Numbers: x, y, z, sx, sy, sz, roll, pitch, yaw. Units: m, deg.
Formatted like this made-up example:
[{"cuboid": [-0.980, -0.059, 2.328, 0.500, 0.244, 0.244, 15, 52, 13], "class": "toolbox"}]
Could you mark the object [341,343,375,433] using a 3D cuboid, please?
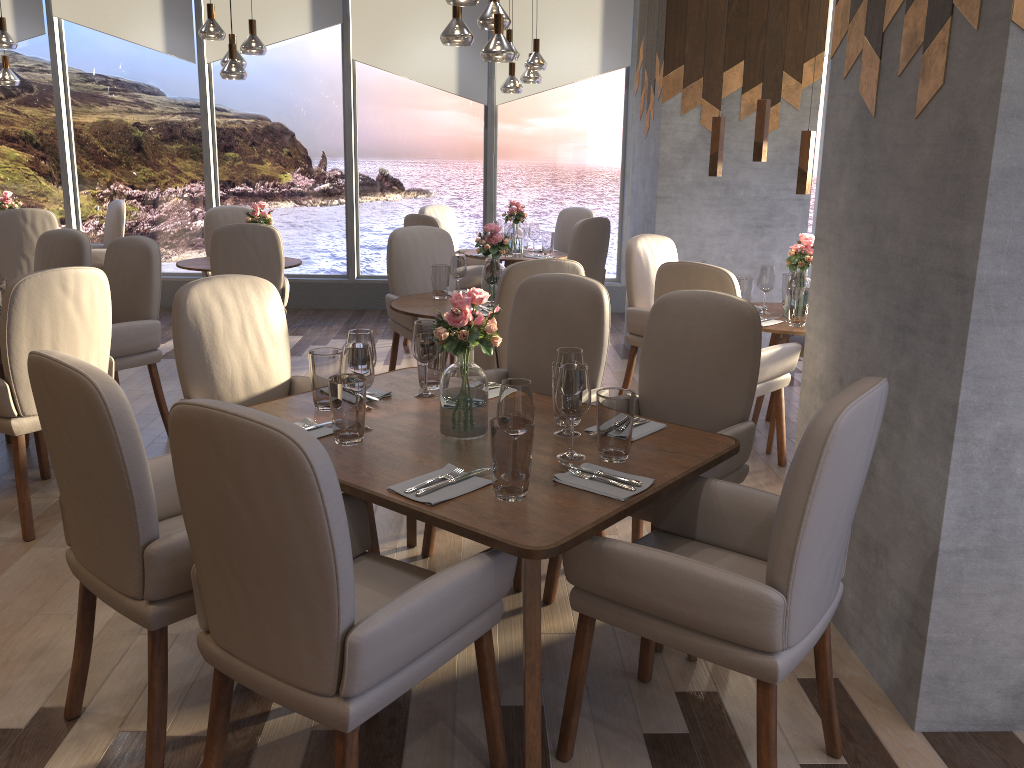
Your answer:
[{"cuboid": [-0.430, 0.011, 2.481, 0.092, 0.243, 0.093, 0, 13, -6], "class": "object"}]

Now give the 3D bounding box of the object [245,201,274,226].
[{"cuboid": [-1.744, -1.054, 6.138, 0.210, 0.413, 0.199, -6, 15, -29], "class": "object"}]

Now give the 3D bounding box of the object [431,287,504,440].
[{"cuboid": [-0.124, -0.059, 2.446, 0.210, 0.413, 0.199, -5, 15, -24], "class": "object"}]

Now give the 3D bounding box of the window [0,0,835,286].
[{"cuboid": [-0.361, -1.755, 5.087, 16.180, 3.176, 8.090, 14, 19, 41], "class": "window"}]

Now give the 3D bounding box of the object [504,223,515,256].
[{"cuboid": [-0.021, -1.113, 6.821, 0.092, 0.243, 0.093, -4, 14, -20], "class": "object"}]

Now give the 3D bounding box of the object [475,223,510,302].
[{"cuboid": [-0.103, -0.648, 4.701, 0.211, 0.413, 0.198, -12, 18, -43], "class": "object"}]

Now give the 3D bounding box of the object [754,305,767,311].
[{"cuboid": [1.238, -0.409, 4.659, 0.256, 0.019, 0.158, 14, 19, 41], "class": "object"}]

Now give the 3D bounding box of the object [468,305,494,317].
[{"cuboid": [-0.127, -0.368, 4.404, 0.157, 0.019, 0.256, -6, 16, -26], "class": "object"}]

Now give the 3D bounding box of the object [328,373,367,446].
[{"cuboid": [-0.440, 0.070, 2.382, 0.102, 0.177, 0.103, -2, 14, -12], "class": "object"}]

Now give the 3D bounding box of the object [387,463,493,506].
[{"cuboid": [-0.155, 0.229, 2.107, 0.158, 0.019, 0.256, 14, 19, 40], "class": "object"}]

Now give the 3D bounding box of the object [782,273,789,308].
[{"cuboid": [1.472, -0.489, 4.670, 0.102, 0.177, 0.102, 11, 16, 35], "class": "object"}]

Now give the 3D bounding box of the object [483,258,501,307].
[{"cuboid": [-0.103, -0.518, 4.540, 0.092, 0.243, 0.092, 13, 18, 42], "class": "object"}]

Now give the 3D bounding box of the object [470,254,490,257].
[{"cuboid": [-0.185, -0.998, 6.812, 0.158, 0.019, 0.256, 15, 20, 42], "class": "object"}]

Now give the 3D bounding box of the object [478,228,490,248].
[{"cuboid": [-0.222, -1.144, 7.056, 0.102, 0.177, 0.103, 5, 14, 15], "class": "object"}]

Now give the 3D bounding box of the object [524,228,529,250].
[{"cuboid": [0.090, -1.182, 7.223, 0.102, 0.177, 0.103, 3, 14, 8], "class": "object"}]

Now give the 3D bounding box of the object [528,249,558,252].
[{"cuboid": [0.239, -1.084, 7.172, 0.158, 0.019, 0.256, 14, 19, 41], "class": "object"}]

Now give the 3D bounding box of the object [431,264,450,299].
[{"cuboid": [-0.385, -0.550, 4.769, 0.102, 0.177, 0.103, -4, 14, -21], "class": "object"}]

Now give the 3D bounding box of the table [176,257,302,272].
[{"cuboid": [-1.888, -0.524, 6.213, 0.836, 0.657, 0.837, -11, 19, -41], "class": "table"}]

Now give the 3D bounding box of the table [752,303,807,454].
[{"cuboid": [1.403, -0.019, 4.516, 0.834, 0.657, 0.839, 6, 15, 17], "class": "table"}]

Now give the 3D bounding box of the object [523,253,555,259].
[{"cuboid": [0.191, -0.980, 6.769, 0.158, 0.019, 0.256, -12, 19, -41], "class": "object"}]

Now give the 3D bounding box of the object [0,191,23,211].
[{"cuboid": [-3.918, -1.295, 6.904, 0.198, 0.413, 0.211, 0, 13, -5], "class": "object"}]

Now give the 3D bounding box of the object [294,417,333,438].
[{"cuboid": [-0.594, 0.127, 2.466, 0.158, 0.019, 0.256, 14, 19, 40], "class": "object"}]

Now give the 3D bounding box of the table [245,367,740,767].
[{"cuboid": [-0.155, 0.456, 2.582, 1.311, 0.661, 0.969, 12, 18, 37], "class": "table"}]

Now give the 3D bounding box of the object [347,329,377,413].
[{"cuboid": [-0.454, -0.040, 2.674, 0.092, 0.243, 0.093, 1, 13, 0], "class": "object"}]

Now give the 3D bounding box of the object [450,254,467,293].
[{"cuboid": [-0.286, -0.568, 4.716, 0.092, 0.243, 0.093, -1, 13, -8], "class": "object"}]

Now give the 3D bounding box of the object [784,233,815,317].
[{"cuboid": [1.443, -0.538, 4.390, 0.198, 0.413, 0.211, 3, 14, 10], "class": "object"}]

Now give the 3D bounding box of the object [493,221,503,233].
[{"cuboid": [-0.115, -1.168, 7.026, 0.092, 0.243, 0.093, -4, 14, -21], "class": "object"}]

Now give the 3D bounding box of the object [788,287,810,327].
[{"cuboid": [1.349, -0.363, 4.178, 0.102, 0.177, 0.103, 1, 13, 0], "class": "object"}]

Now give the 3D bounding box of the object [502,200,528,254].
[{"cuboid": [0.029, -1.234, 6.953, 0.210, 0.413, 0.199, 10, 16, 34], "class": "object"}]

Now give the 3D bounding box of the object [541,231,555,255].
[{"cuboid": [0.277, -1.092, 6.892, 0.102, 0.177, 0.103, 7, 15, 23], "class": "object"}]

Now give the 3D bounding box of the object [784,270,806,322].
[{"cuboid": [1.364, -0.422, 4.276, 0.092, 0.243, 0.092, -11, 18, -42], "class": "object"}]

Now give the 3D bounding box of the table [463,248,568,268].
[{"cuboid": [0.027, -0.709, 7.057, 0.834, 0.657, 0.840, -3, 15, -15], "class": "table"}]

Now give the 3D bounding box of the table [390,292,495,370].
[{"cuboid": [-0.225, -0.102, 4.717, 0.835, 0.657, 0.839, -6, 16, -27], "class": "table"}]

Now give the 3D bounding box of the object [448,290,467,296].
[{"cuboid": [-0.269, -0.501, 4.902, 0.157, 0.019, 0.256, -7, 16, -27], "class": "object"}]

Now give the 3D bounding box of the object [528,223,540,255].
[{"cuboid": [0.171, -1.131, 6.905, 0.092, 0.243, 0.093, 8, 15, 27], "class": "object"}]

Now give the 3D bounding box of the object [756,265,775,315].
[{"cuboid": [1.278, -0.476, 4.476, 0.092, 0.243, 0.093, -6, 15, -27], "class": "object"}]

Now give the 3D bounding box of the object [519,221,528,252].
[{"cuboid": [0.079, -1.186, 7.110, 0.092, 0.243, 0.093, 1, 13, 0], "class": "object"}]

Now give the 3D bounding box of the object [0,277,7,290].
[{"cuboid": [-2.319, -0.383, 3.980, 0.102, 0.177, 0.102, -11, 18, -42], "class": "object"}]

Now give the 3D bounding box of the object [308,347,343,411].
[{"cuboid": [-0.564, -0.013, 2.692, 0.102, 0.177, 0.103, -4, 14, -21], "class": "object"}]

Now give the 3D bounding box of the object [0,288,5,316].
[{"cuboid": [-2.169, -0.308, 3.702, 0.102, 0.177, 0.102, 14, 18, 43], "class": "object"}]

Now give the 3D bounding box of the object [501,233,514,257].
[{"cuboid": [-0.035, -1.054, 6.722, 0.102, 0.177, 0.103, -7, 15, -29], "class": "object"}]

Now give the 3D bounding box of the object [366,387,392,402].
[{"cuboid": [-0.494, 0.027, 2.857, 0.256, 0.019, 0.158, 14, 20, 41], "class": "object"}]

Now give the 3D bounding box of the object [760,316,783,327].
[{"cuboid": [1.199, -0.307, 4.269, 0.158, 0.019, 0.256, 15, 20, 42], "class": "object"}]

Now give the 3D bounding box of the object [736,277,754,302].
[{"cuboid": [1.169, -0.449, 4.494, 0.102, 0.177, 0.103, -4, 14, -21], "class": "object"}]
